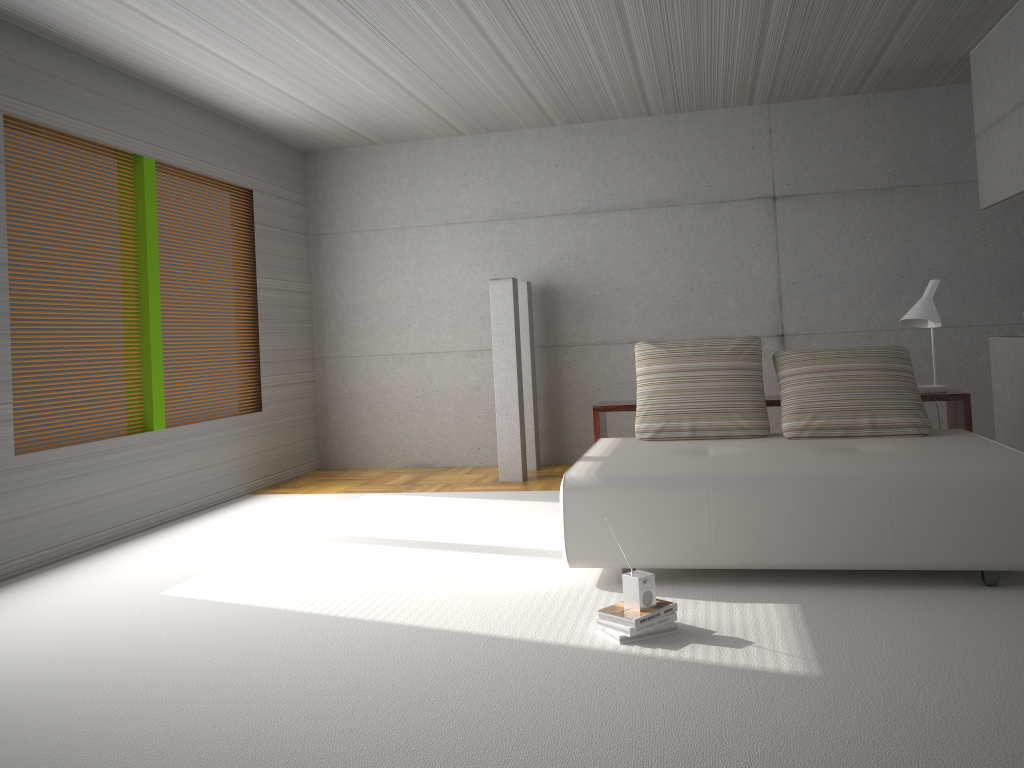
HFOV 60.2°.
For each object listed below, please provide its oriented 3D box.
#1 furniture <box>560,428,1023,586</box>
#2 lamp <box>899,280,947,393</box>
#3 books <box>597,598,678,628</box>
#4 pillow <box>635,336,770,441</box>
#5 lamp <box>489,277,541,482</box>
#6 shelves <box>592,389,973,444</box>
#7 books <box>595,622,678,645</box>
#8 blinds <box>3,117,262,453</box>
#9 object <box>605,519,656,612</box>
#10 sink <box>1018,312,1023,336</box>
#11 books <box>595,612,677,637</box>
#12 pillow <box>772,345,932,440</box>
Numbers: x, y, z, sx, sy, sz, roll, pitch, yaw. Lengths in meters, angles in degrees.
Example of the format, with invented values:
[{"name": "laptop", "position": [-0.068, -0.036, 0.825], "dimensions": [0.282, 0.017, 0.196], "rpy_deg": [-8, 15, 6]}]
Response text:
[{"name": "furniture", "position": [1.451, 0.602, 4.688], "dimensions": [2.166, 0.523, 1.614], "rpy_deg": [-2, 2, 13]}, {"name": "lamp", "position": [2.588, -0.301, 5.500], "dimensions": [0.323, 0.701, 0.244], "rpy_deg": [-3, -1, -6]}, {"name": "books", "position": [0.494, 0.891, 3.475], "dimensions": [0.265, 0.032, 0.189], "rpy_deg": [-5, 4, -43]}, {"name": "pillow", "position": [1.161, 0.025, 5.472], "dimensions": [0.800, 0.611, 0.490], "rpy_deg": [-3, 0, 12]}, {"name": "lamp", "position": [0.036, -0.059, 7.716], "dimensions": [0.200, 1.695, 0.797], "rpy_deg": [-3, -1, 13]}, {"name": "shelves", "position": [1.677, 0.445, 5.658], "dimensions": [2.248, 0.717, 0.400], "rpy_deg": [-2, -1, 13]}, {"name": "books", "position": [0.490, 0.956, 3.473], "dimensions": [0.265, 0.032, 0.189], "rpy_deg": [-4, 3, -23]}, {"name": "blinds", "position": [-2.620, -0.584, 6.230], "dimensions": [0.012, 2.047, 3.535], "rpy_deg": [-3, 2, 13]}, {"name": "object", "position": [0.455, 0.696, 3.444], "dimensions": [0.186, 0.367, 0.090], "rpy_deg": [-2, -2, -37]}, {"name": "sink", "position": [3.751, -0.392, 5.573], "dimensions": [0.765, 0.540, 1.704], "rpy_deg": [-3, 2, 13]}, {"name": "books", "position": [0.488, 0.924, 3.474], "dimensions": [0.265, 0.032, 0.189], "rpy_deg": [-5, 3, -38]}, {"name": "pillow", "position": [1.986, 0.045, 5.235], "dimensions": [0.806, 0.518, 0.578], "rpy_deg": [-3, 1, 13]}]
